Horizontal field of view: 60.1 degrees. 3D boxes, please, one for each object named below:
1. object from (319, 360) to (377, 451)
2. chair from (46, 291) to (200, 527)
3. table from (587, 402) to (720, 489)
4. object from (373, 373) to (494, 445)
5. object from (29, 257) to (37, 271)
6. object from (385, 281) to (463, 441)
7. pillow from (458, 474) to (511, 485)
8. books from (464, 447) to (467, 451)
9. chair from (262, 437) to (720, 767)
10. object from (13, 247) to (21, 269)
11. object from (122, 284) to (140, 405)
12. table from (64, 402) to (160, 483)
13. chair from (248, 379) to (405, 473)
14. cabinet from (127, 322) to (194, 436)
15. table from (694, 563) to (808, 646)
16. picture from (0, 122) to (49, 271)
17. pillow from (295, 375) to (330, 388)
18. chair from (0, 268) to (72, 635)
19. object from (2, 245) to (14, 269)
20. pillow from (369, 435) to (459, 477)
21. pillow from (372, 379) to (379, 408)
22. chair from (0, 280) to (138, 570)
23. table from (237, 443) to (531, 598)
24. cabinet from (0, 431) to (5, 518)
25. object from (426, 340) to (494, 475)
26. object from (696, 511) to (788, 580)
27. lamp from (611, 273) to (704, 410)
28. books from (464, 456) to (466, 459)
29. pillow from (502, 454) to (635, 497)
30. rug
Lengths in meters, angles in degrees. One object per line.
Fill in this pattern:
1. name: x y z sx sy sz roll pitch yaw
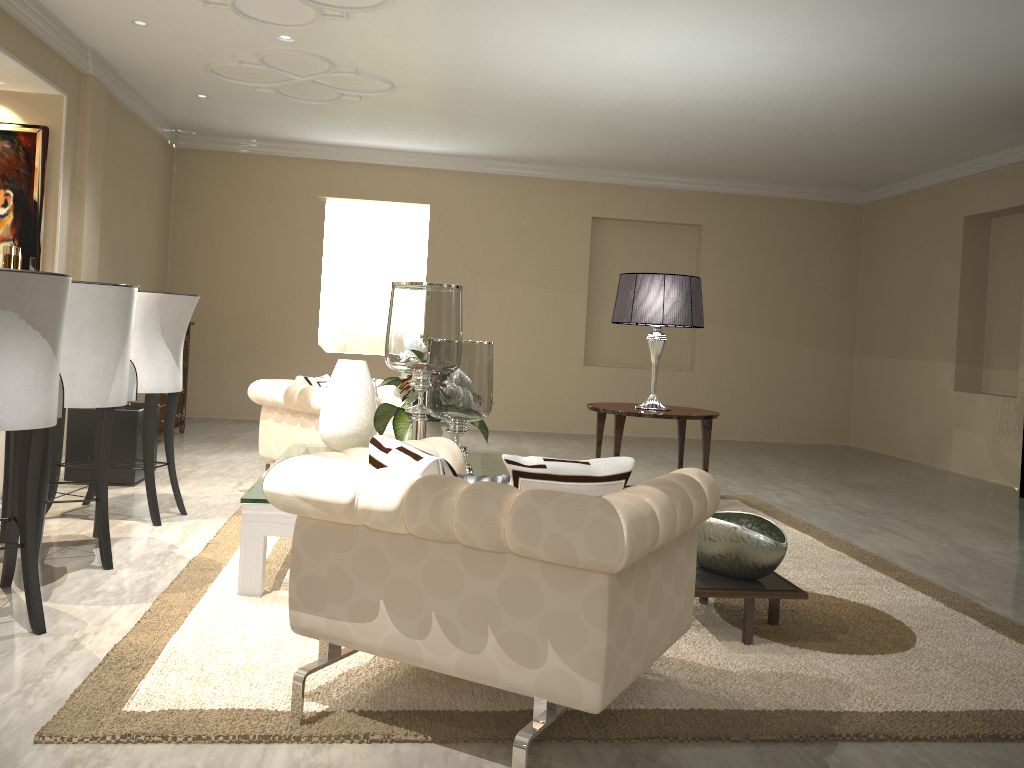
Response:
1. object: -0.700 0.091 3.819 0.252 0.385 0.252 3 1 -12
2. chair: -1.603 0.088 3.687 0.542 0.951 0.457 3 1 8
3. table: 0.709 0.375 4.558 0.674 0.498 0.675 3 2 -10
4. object: -0.303 0.037 3.591 0.510 0.474 0.548 3 2 -6
5. object: -2.753 -0.481 4.900 0.204 0.458 0.238 3 1 -4
6. object: -0.295 0.015 2.890 0.251 0.683 0.251 3 0 -3
7. pillow: -0.036 0.293 2.015 0.251 0.186 0.128 4 1 30
8. books: -0.356 0.272 3.602 0.275 0.016 0.341 4 3 10
9. chair: -0.030 0.453 2.029 0.851 0.552 0.710 4 2 28
10. object: -2.170 -0.489 3.862 0.055 0.212 0.055 3 0 -12
11. object: -1.986 -0.202 4.539 0.121 0.613 0.121 3 0 -12
12. table: -2.016 0.287 4.486 0.330 0.359 0.393 3 2 -7
13. chair: -0.838 0.268 4.570 0.735 0.551 0.849 5 3 43
14. cabinet: -2.501 -0.032 6.034 0.427 0.812 0.825 3 2 -7
15. table: 0.643 0.646 2.669 0.336 0.156 0.386 3 3 -7
16. picture: -2.947 -1.034 4.976 0.596 0.876 0.049 3 0 -7
17. pillow: -0.971 0.082 4.503 0.184 0.249 0.281 4 2 16
18. chair: -1.438 0.169 2.381 0.457 0.951 0.542 3 1 -42
19. object: -2.160 -0.484 3.790 0.055 0.212 0.055 3 0 -12
20. pillow: -0.204 0.265 2.000 0.197 0.269 0.300 2 2 -38
21. pillow: -0.823 0.084 4.779 0.251 0.223 0.165 2 2 -44
22. chair: -1.522 0.129 3.032 0.457 0.951 0.542 3 1 -32
23. table: -0.380 0.500 3.358 1.056 0.345 1.302 3 3 -7
24. cabinet: -2.075 0.150 2.776 0.351 0.853 2.262 3 3 -7
25. object: -0.188 0.098 3.119 0.236 0.505 0.236 3 1 -10
26. object: 0.660 0.485 2.668 0.195 0.178 0.376 2 3 -32
27. lamp: 0.742 -0.214 4.558 0.474 0.681 0.475 3 1 -32
28. books: -0.347 0.309 3.603 0.254 0.019 0.344 4 3 8
29. pillow: 0.096 0.269 1.872 0.283 0.251 0.185 3 1 -14
30. rug: 0.209 0.666 3.361 2.670 0.022 2.976 3 3 -7
